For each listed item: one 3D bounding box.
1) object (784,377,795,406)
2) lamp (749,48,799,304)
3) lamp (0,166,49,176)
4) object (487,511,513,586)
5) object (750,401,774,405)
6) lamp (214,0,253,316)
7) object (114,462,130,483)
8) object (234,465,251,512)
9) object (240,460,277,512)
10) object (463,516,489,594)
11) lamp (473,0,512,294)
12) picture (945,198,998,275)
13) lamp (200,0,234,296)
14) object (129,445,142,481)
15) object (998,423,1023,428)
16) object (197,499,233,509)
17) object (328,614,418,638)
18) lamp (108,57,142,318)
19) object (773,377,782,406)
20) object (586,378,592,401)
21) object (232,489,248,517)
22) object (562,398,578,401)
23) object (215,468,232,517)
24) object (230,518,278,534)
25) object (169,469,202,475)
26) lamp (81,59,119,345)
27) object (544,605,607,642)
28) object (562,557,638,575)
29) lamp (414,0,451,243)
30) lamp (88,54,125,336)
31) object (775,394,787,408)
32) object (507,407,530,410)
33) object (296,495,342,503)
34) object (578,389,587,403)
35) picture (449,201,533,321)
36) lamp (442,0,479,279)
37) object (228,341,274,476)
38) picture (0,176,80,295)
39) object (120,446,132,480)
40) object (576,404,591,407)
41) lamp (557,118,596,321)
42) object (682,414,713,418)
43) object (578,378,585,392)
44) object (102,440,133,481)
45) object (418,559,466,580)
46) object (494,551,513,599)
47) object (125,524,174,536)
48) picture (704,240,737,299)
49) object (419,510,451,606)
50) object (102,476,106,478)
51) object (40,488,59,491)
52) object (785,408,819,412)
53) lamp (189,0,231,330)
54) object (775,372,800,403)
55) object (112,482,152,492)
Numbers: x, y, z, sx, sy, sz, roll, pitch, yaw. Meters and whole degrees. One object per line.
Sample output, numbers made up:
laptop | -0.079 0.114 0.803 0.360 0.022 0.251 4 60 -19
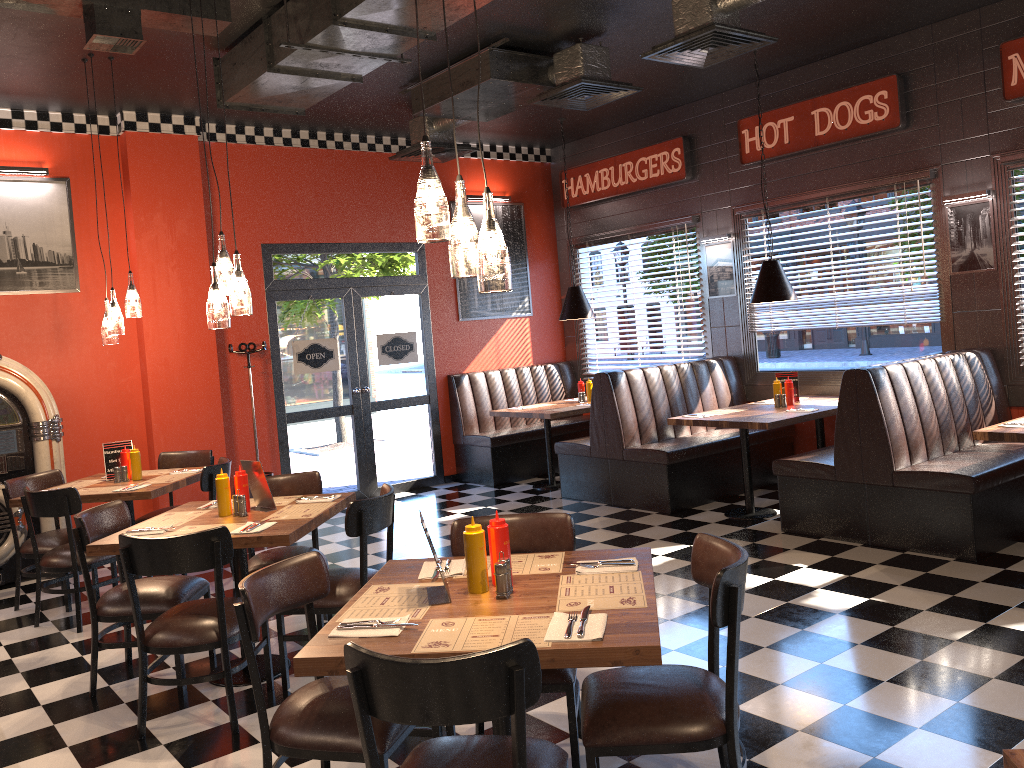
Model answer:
object | 2.263 0.055 7.230 0.068 0.237 0.068 -4 2 36
lamp | 2.029 -1.680 7.133 0.381 2.042 0.383 -4 1 34
lamp | -4.330 -1.640 6.734 1.447 0.056 0.081 -8 4 -37
object | -0.040 0.525 2.849 0.068 0.237 0.068 -6 1 -32
object | 2.156 0.158 7.495 0.158 0.019 0.255 -8 5 -38
lamp | -1.424 -1.319 4.387 0.108 1.964 0.109 -4 1 35
object | -2.639 0.595 5.981 0.094 0.136 0.046 -6 2 -37
object | -1.371 0.532 4.497 0.068 0.237 0.068 -6 1 -32
object | -1.296 0.514 4.527 0.188 0.257 0.072 -3 2 43
object | -0.115 0.535 2.793 0.068 0.237 0.068 -6 1 -32
lamp | -0.132 -1.261 2.713 0.108 1.964 0.108 -5 1 -26
picture | 3.474 -1.110 6.709 0.012 0.536 0.351 -6 2 -37
lamp | -1.528 -1.429 4.475 0.108 1.964 0.108 -5 1 9
object | -2.560 0.533 6.026 0.068 0.237 0.068 -6 2 -40
object | 2.988 0.237 5.161 0.158 0.019 0.255 -7 4 -36
object | -1.588 0.643 4.761 0.157 0.019 0.255 -4 4 8
object | -0.383 0.685 2.521 0.255 0.019 0.158 -4 4 9
lamp | -2.681 -1.435 6.080 0.108 1.964 0.108 -5 1 -5
object | 2.170 0.062 7.236 0.068 0.237 0.068 -4 2 36
object | 0.799 0.057 9.117 0.068 0.237 0.068 -4 1 22
object | -1.353 0.588 4.399 0.093 0.136 0.047 -3 2 43
object | 0.671 0.162 9.368 0.158 0.019 0.255 -8 5 -42
object | -1.447 0.541 4.441 0.068 0.237 0.068 -6 1 -32
object | -1.185 0.653 4.083 0.157 0.019 0.255 -4 4 10
object | -2.292 0.610 6.205 0.255 0.019 0.158 -4 4 8
lamp | -2.842 -1.249 6.077 0.108 1.964 0.109 -4 1 34
object | 0.177 0.646 2.404 0.157 0.019 0.255 -4 4 10
object | 0.293 0.602 2.949 0.255 0.019 0.158 -4 4 7
lamp | -0.321 -1.417 2.704 0.108 1.964 0.109 -4 1 25
lamp | -2.761 -1.310 5.987 0.108 1.964 0.108 -5 1 5
object | 2.164 0.121 7.138 0.093 0.136 0.047 -4 2 23
object | 0.079 0.240 8.927 0.158 0.019 0.255 -7 4 -37
object | -1.040 0.603 4.676 0.255 0.019 0.158 -4 4 11
object | 0.711 0.121 9.038 0.094 0.136 0.046 -6 2 -37
picture | -0.222 -1.381 9.898 1.025 1.300 0.016 -6 2 -37
lamp | -0.222 -1.318 2.801 0.108 1.964 0.108 -5 1 5
object | -2.301 0.454 7.943 0.375 1.657 0.374 -5 1 -15
picture | -4.304 -1.133 6.766 1.774 0.939 0.023 -7 2 -37
object | -2.642 0.537 6.071 0.068 0.237 0.068 -6 2 -40
object | 0.727 0.202 8.664 0.158 0.019 0.255 -8 5 -39
lamp | 0.582 -1.680 9.024 0.382 2.042 0.382 -5 1 11
object | 1.475 0.247 6.978 0.158 0.019 0.255 -7 4 -32
object | 0.717 0.061 9.162 0.068 0.237 0.068 -4 1 22
object | -2.722 0.530 6.140 0.188 0.257 0.072 -6 2 -27
object | -0.241 0.639 3.061 0.157 0.019 0.255 -5 4 1
object | -0.028 0.584 2.733 0.046 0.136 0.094 -4 2 13
object | -1.706 0.689 4.193 0.255 0.019 0.158 -5 4 1
picture | 2.023 -1.109 8.606 0.012 0.536 0.351 -6 2 -37
object | -0.242 0.537 2.781 0.072 0.257 0.188 -5 2 -7
object | -2.823 0.647 6.328 0.157 0.019 0.255 -5 4 2
object | -2.975 0.693 5.790 0.255 0.019 0.158 -4 4 10
object | 2.204 0.199 6.790 0.158 0.019 0.255 -8 5 -41
lamp | -1.507 -1.248 4.303 0.108 1.964 0.108 -5 1 -26
object | 2.298 0.032 7.401 0.188 0.257 0.072 -4 1 23
object | -2.417 0.655 5.663 0.157 0.019 0.255 -4 4 11
